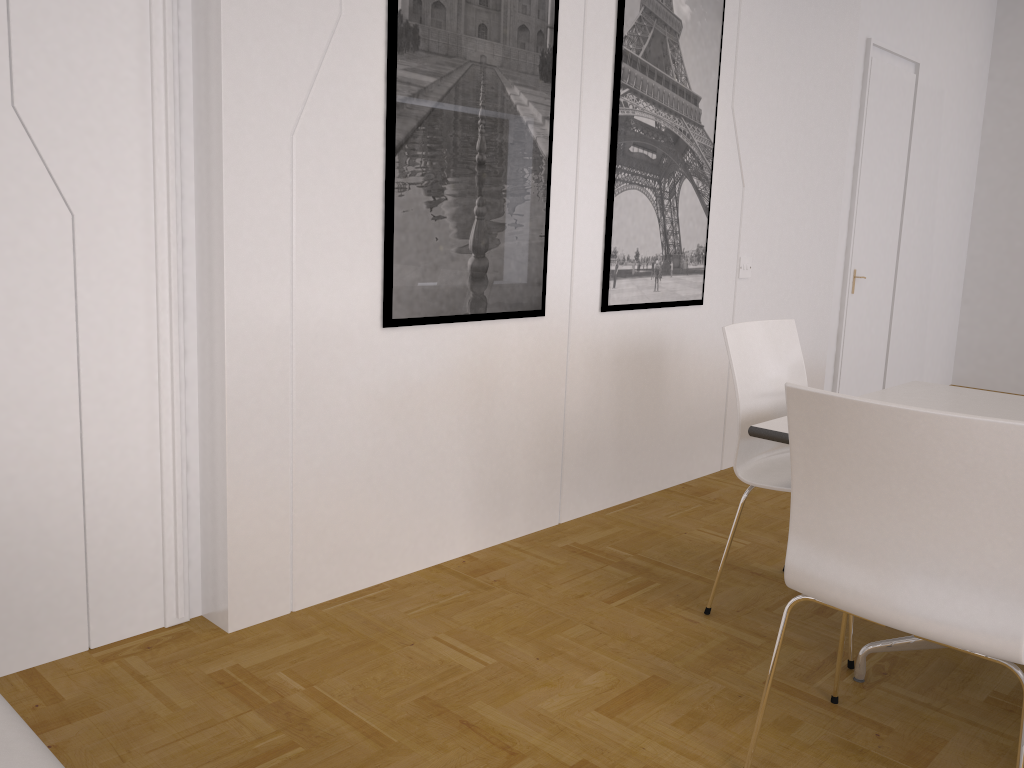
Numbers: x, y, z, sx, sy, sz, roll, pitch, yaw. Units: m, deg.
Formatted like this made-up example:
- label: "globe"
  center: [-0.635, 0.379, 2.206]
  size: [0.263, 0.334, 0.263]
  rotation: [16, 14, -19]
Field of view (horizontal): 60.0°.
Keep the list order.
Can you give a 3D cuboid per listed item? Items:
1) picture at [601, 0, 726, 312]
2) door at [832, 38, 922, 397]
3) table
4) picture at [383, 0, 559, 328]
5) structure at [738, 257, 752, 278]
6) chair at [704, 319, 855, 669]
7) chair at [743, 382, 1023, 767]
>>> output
- label: "picture"
  center: [0.682, -1.213, 3.827]
  size: [0.016, 1.774, 0.788]
  rotation: [11, 13, 43]
- label: "door"
  center: [2.468, -0.995, 6.036]
  size: [0.132, 2.445, 0.872]
  rotation: [11, 13, 43]
- label: "table"
  center: [1.902, 0.586, 2.033]
  size: [2.416, 0.720, 1.212]
  rotation: [12, 14, 43]
- label: "picture"
  center: [-0.108, -1.096, 3.008]
  size: [0.013, 1.774, 0.788]
  rotation: [11, 13, 43]
- label: "structure"
  center: [1.186, -0.591, 4.504]
  size: [0.013, 0.104, 0.114]
  rotation: [11, 13, 43]
- label: "chair"
  center: [0.981, 0.290, 2.861]
  size: [0.576, 0.928, 0.562]
  rotation: [11, 13, 43]
- label: "chair"
  center: [0.883, 0.466, 1.912]
  size: [0.562, 0.928, 0.576]
  rotation: [11, 13, 43]
